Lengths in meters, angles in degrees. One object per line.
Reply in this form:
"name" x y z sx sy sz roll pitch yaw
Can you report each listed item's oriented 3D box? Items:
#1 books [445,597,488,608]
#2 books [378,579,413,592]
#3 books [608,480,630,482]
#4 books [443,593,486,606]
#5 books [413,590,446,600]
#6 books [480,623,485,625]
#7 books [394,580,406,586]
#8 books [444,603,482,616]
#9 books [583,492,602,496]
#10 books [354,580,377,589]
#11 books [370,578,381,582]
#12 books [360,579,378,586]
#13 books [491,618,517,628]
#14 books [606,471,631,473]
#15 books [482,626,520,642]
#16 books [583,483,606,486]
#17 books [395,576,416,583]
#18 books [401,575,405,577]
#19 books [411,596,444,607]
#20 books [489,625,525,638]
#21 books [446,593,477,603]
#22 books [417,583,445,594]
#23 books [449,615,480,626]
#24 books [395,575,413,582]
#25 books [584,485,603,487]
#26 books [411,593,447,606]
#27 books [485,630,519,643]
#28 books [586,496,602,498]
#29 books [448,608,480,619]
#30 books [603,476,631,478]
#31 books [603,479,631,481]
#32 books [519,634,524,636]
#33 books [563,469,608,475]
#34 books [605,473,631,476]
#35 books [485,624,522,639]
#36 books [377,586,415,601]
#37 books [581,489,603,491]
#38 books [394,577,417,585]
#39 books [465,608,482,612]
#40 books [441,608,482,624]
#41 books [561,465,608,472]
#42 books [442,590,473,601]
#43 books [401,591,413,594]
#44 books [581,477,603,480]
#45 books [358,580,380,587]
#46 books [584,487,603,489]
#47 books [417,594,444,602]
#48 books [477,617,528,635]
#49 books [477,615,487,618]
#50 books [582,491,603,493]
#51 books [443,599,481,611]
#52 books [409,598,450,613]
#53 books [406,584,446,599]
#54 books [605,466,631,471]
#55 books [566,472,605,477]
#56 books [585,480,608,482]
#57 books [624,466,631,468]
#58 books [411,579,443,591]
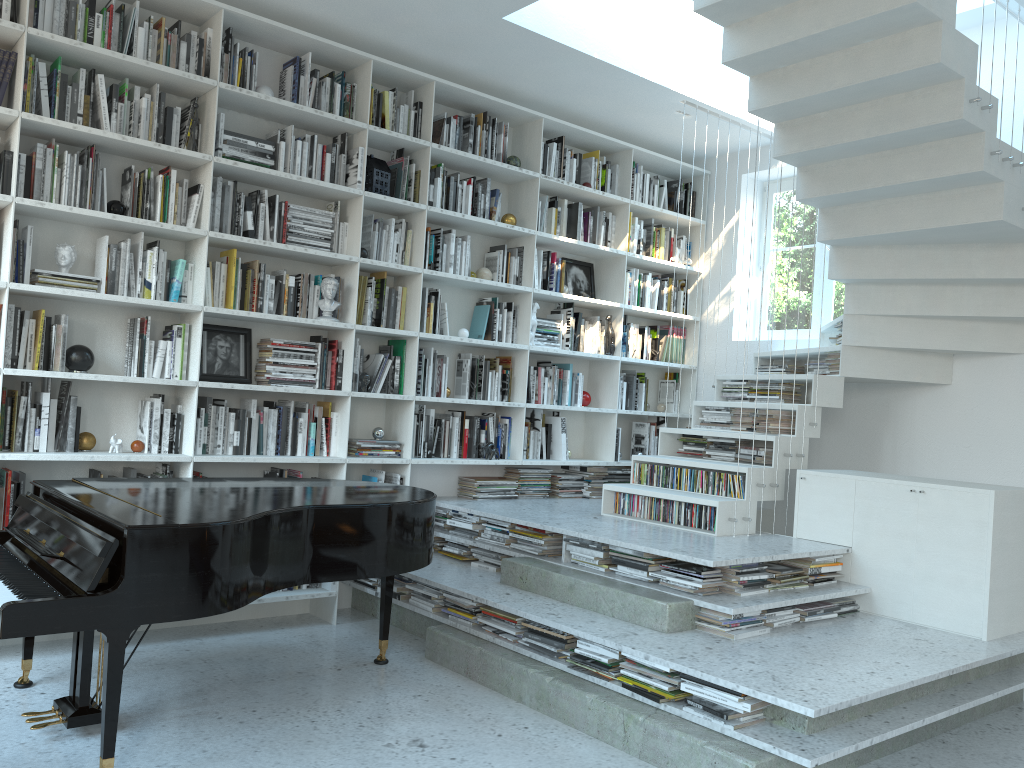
"books" -0.203 1.071 4.378 0.182 0.016 0.198 5 -2 -34
"books" -0.599 1.099 4.855 0.191 0.028 0.212 5 -2 -35
"books" 0.692 0.695 6.433 0.315 0.009 0.199 5 -2 -42
"books" -0.196 1.057 4.383 0.171 0.015 0.252 5 -2 -42
"books" -0.396 1.091 4.623 0.171 0.020 0.193 5 -2 -35
"books" -0.188 1.150 4.392 0.140 0.008 0.283 5 -2 -41
"books" -0.575 1.078 4.874 0.143 0.019 0.230 5 -2 -38
"books" -0.196 1.107 4.385 0.159 0.011 0.246 5 -2 -43
"books" 0.515 0.763 6.243 0.160 0.025 0.244 5 -2 -40
"books" -0.775 1.142 5.092 0.172 0.016 0.241 5 -2 -39
"books" -0.781 1.094 5.085 0.177 0.012 0.278 5 -2 -43
"books" -0.782 1.119 5.085 0.179 0.012 0.261 5 -2 -36
"books" 0.013 1.110 4.155 0.140 0.013 0.180 5 -2 -38
"books" 0.696 0.630 6.437 0.354 0.017 0.198 5 -2 -37
"books" -0.005 1.160 4.142 0.161 0.008 0.254 5 -2 -34
"books" 0.519 0.696 6.244 0.165 0.014 0.235 5 -2 -39
"books" -0.575 1.057 4.873 0.126 0.005 0.290 5 -2 -44
"books" -0.574 1.031 4.873 0.137 0.018 0.200 5 -2 -35
"books" -0.395 1.127 4.625 0.172 0.014 0.221 5 -2 -38
"books" 0.014 1.148 4.157 0.132 0.009 0.269 5 -2 -38
"books" -0.193 1.044 4.385 0.174 0.011 0.227 5 -2 -40
"books" -0.378 1.058 4.636 0.130 0.018 0.255 5 -2 -36
"books" -0.195 1.160 4.387 0.157 0.014 0.180 5 -2 -42
"books" -0.571 1.048 4.876 0.135 0.014 0.297 5 -2 -38
"books" 0.515 0.706 6.241 0.158 0.008 0.292 5 -2 -36
"books" -0.384 1.118 4.634 0.149 0.007 0.300 5 -2 -39
"books" 0.006 1.170 4.152 0.148 0.008 0.236 5 -2 -40
"books" 0.519 0.780 6.247 0.131 0.008 0.291 5 -2 -43
"books" -0.193 1.127 4.388 0.165 0.012 0.205 5 -2 -39
"books" 0.699 0.665 6.430 0.354 0.017 0.198 5 -2 -34
"books" 0.693 0.686 6.433 0.354 0.009 0.198 5 -2 -42
"books" 0.009 1.137 4.152 0.130 0.014 0.249 5 -2 -44
"books" 0.519 0.619 6.241 0.159 0.012 0.285 5 -2 -43
"books" 0.698 0.648 6.433 0.315 0.018 0.199 5 -2 -43
"books" 0.012 1.155 4.156 0.129 0.005 0.296 5 -2 -37
"books" -0.595 1.141 4.860 0.189 0.030 0.237 5 -2 -39
"books" 0.508 0.735 6.237 0.183 0.012 0.206 5 -2 -40
"books" -0.583 1.064 4.867 0.160 0.009 0.291 5 -2 -37
"books" -0.185 1.096 4.393 0.140 0.013 0.180 5 -2 -36
"books" -0.197 1.139 4.385 0.159 0.012 0.292 5 -2 -42
"books" 0.509 0.590 6.232 0.204 0.035 0.266 5 -2 -38
"books" -0.204 1.035 4.375 0.193 0.005 0.224 5 -2 -43
"books" -0.585 1.121 4.867 0.147 0.012 0.206 5 -2 -44
"books" 0.512 0.653 6.237 0.173 0.019 0.196 5 -2 -34
"books" -0.775 1.130 5.091 0.155 0.009 0.233 5 -2 -44
"books" 0.520 0.724 6.246 0.149 0.013 0.209 5 -2 -36
"books" -0.384 1.108 4.633 0.147 0.012 0.206 5 -2 -38
"books" -0.004 1.122 4.141 0.182 0.013 0.287 5 -2 -38
"books" -0.182 1.118 4.396 0.123 0.008 0.294 5 -2 -36
"books" 0.508 0.745 6.237 0.168 0.008 0.281 5 -2 -43
"books" -0.198 1.084 4.382 0.169 0.009 0.241 5 -2 -43
"books" -0.401 1.147 4.621 0.177 0.026 0.230 5 -2 -36
"books" -0.397 1.073 4.621 0.180 0.015 0.294 5 -2 -41
"books" 0.693 0.613 6.442 0.354 0.017 0.198 5 -2 -39
"books" 0.518 0.637 6.241 0.165 0.015 0.243 5 -2 -36
"books" 0.517 0.669 6.242 0.169 0.010 0.282 5 -2 -40
"books" 1.001 0.632 6.693 0.285 0.009 0.159 5 -2 -39
"books" -0.387 1.045 4.628 0.159 0.006 0.285 5 -2 -37
